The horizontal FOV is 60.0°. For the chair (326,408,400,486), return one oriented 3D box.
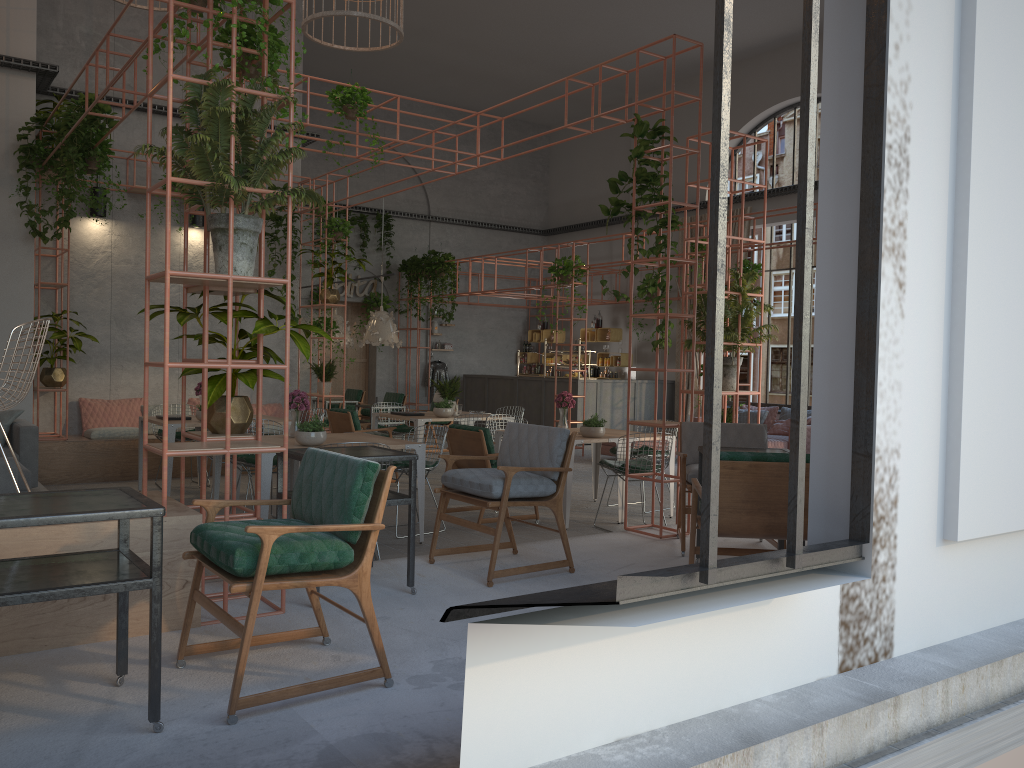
[{"bbox_3d":[-1.826,0.759,10.748,0.685,0.917,0.722,0,2,-35],"label":"chair"}]

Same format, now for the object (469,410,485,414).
[{"bbox_3d":[-0.455,0.372,11.586,0.218,0.041,0.218,1,2,-27],"label":"object"}]

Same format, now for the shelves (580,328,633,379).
[{"bbox_3d":[1.857,-0.269,18.966,0.328,1.838,1.750,0,2,-35],"label":"shelves"}]

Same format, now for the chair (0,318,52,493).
[{"bbox_3d":[-2.507,0.156,4.047,0.717,0.941,0.565,1,2,-26],"label":"chair"}]

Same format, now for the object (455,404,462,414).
[{"bbox_3d":[-0.695,0.328,11.556,0.095,0.119,0.095,1,1,-11],"label":"object"}]

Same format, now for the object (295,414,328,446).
[{"bbox_3d":[-1.576,0.360,6.950,0.247,0.247,0.252,0,2,-35],"label":"object"}]

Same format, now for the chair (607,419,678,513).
[{"bbox_3d":[1.407,0.859,9.523,0.717,0.941,0.565,0,2,-39],"label":"chair"}]

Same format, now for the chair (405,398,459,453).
[{"bbox_3d":[-1.340,0.680,14.701,0.685,0.929,0.722,0,2,-35],"label":"chair"}]

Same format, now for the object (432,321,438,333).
[{"bbox_3d":[-1.727,-1.302,19.849,0.136,0.336,0.145,1,1,-21],"label":"object"}]

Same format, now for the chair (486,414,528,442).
[{"bbox_3d":[0.055,0.824,9.702,0.565,0.941,0.717,0,2,-34],"label":"chair"}]

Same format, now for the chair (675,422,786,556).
[{"bbox_3d":[1.585,0.756,6.513,0.722,0.914,0.685,1,1,5],"label":"chair"}]

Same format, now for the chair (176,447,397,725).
[{"bbox_3d":[-0.937,0.760,3.673,0.685,0.929,0.722,0,2,-35],"label":"chair"}]

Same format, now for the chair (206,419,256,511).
[{"bbox_3d":[-2.795,0.779,8.833,0.565,0.941,0.717,1,1,-19],"label":"chair"}]

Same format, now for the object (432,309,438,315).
[{"bbox_3d":[-1.721,-1.605,19.832,0.133,0.145,0.133,2,1,17],"label":"object"}]

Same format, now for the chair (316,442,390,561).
[{"bbox_3d":[-1.225,0.870,6.595,0.565,0.941,0.717,1,1,-19],"label":"chair"}]

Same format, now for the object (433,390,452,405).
[{"bbox_3d":[-0.908,0.238,11.567,0.241,0.313,0.241,2,1,10],"label":"object"}]

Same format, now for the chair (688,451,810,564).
[{"bbox_3d":[1.325,0.795,4.622,0.722,0.917,0.685,1,1,5],"label":"chair"}]

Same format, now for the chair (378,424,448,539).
[{"bbox_3d":[-0.945,0.844,7.931,0.717,0.941,0.565,0,2,-39],"label":"chair"}]

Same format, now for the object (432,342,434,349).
[{"bbox_3d":[-1.764,-0.866,19.860,0.055,0.164,0.092,1,1,-16],"label":"object"}]

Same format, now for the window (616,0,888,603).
[{"bbox_3d":[-0.211,-2.088,2.226,4.126,5.544,0.089,0,2,-35],"label":"window"}]

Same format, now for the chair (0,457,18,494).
[{"bbox_3d":[-3.831,0.722,5.713,1.056,0.586,1.127,0,2,-35],"label":"chair"}]

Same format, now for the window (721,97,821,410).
[{"bbox_3d":[5.204,-2.299,15.932,0.089,5.538,4.127,0,2,-35],"label":"window"}]

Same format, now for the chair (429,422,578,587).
[{"bbox_3d":[-0.053,0.730,5.716,0.685,0.929,0.722,0,2,-35],"label":"chair"}]

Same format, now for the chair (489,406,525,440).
[{"bbox_3d":[-0.205,0.767,11.790,0.717,0.941,0.565,0,2,-39],"label":"chair"}]

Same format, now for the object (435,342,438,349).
[{"bbox_3d":[-1.699,-0.859,19.881,0.063,0.151,0.063,3,2,41],"label":"object"}]

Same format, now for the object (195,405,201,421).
[{"bbox_3d":[-3.146,0.269,9.187,0.248,0.247,0.254,0,2,-35],"label":"object"}]

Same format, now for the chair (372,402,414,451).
[{"bbox_3d":[-1.557,0.731,11.970,0.565,0.941,0.717,0,2,-34],"label":"chair"}]

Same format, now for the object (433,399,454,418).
[{"bbox_3d":[-0.836,0.283,10.809,0.248,0.247,0.254,0,2,-35],"label":"object"}]

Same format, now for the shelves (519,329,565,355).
[{"bbox_3d":[0.754,-0.332,20.537,0.328,1.838,1.750,0,2,-35],"label":"shelves"}]

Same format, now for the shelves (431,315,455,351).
[{"bbox_3d":[-1.571,-1.139,19.950,0.560,0.790,0.186,0,2,-35],"label":"shelves"}]

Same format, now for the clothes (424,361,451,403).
[{"bbox_3d":[-1.647,-0.025,19.943,0.366,0.997,0.625,2,2,35],"label":"clothes"}]

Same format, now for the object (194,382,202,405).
[{"bbox_3d":[-3.419,0.163,9.864,0.213,0.414,0.225,0,2,-43],"label":"object"}]

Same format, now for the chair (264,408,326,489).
[{"bbox_3d":[-2.516,0.753,10.169,0.717,0.941,0.565,0,2,-39],"label":"chair"}]

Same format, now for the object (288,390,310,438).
[{"bbox_3d":[-1.846,0.254,7.622,0.213,0.414,0.225,0,2,-43],"label":"object"}]

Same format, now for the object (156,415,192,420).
[{"bbox_3d":[-3.620,0.359,9.488,0.268,0.031,0.427,0,2,-35],"label":"object"}]

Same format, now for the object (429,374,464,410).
[{"bbox_3d":[-0.817,0.131,11.249,0.438,0.527,0.368,0,2,-35],"label":"object"}]

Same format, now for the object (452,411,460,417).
[{"bbox_3d":[-0.710,0.367,11.092,0.115,0.078,0.115,1,2,-29],"label":"object"}]

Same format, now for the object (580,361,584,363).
[{"bbox_3d":[1.326,-0.431,17.138,0.152,0.058,0.095,0,2,-45],"label":"object"}]

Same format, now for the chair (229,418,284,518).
[{"bbox_3d":[-2.298,0.808,8.110,0.565,0.941,0.717,0,2,-34],"label":"chair"}]

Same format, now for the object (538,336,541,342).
[{"bbox_3d":[0.679,-1.043,20.528,0.123,0.142,0.141,0,2,-35],"label":"object"}]

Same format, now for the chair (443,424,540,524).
[{"bbox_3d":[-0.214,0.851,8.480,0.685,0.917,0.722,0,2,-35],"label":"chair"}]

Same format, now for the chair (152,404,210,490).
[{"bbox_3d":[-3.868,0.717,10.348,0.565,0.941,0.717,0,2,-34],"label":"chair"}]

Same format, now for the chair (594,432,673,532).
[{"bbox_3d":[1.128,0.885,8.188,0.565,0.941,0.717,1,1,-19],"label":"chair"}]

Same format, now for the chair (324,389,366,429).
[{"bbox_3d":[-3.352,0.564,17.567,0.685,0.930,0.722,0,2,-35],"label":"chair"}]

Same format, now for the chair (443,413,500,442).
[{"bbox_3d":[-0.485,0.793,10.455,0.565,0.941,0.717,1,1,-19],"label":"chair"}]

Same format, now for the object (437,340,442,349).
[{"bbox_3d":[-1.633,-0.885,19.936,0.081,0.204,0.081,0,2,-35],"label":"object"}]

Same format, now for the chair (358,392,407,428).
[{"bbox_3d":[-2.357,0.622,16.149,0.685,0.930,0.722,0,2,-35],"label":"chair"}]

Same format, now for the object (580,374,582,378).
[{"bbox_3d":[1.274,-0.178,17.171,0.073,0.104,0.240,2,2,36],"label":"object"}]

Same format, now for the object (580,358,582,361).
[{"bbox_3d":[1.272,-0.460,17.074,0.142,0.087,0.094,1,2,-27],"label":"object"}]

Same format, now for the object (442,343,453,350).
[{"bbox_3d":[-1.458,-0.851,20.060,0.219,0.149,0.129,0,2,-35],"label":"object"}]

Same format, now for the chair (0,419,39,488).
[{"bbox_3d":[-5.036,0.678,8.138,1.127,0.672,1.052,0,2,-35],"label":"chair"}]

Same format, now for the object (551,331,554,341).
[{"bbox_3d":[0.950,-1.089,20.252,0.137,0.261,0.137,1,1,1],"label":"object"}]
